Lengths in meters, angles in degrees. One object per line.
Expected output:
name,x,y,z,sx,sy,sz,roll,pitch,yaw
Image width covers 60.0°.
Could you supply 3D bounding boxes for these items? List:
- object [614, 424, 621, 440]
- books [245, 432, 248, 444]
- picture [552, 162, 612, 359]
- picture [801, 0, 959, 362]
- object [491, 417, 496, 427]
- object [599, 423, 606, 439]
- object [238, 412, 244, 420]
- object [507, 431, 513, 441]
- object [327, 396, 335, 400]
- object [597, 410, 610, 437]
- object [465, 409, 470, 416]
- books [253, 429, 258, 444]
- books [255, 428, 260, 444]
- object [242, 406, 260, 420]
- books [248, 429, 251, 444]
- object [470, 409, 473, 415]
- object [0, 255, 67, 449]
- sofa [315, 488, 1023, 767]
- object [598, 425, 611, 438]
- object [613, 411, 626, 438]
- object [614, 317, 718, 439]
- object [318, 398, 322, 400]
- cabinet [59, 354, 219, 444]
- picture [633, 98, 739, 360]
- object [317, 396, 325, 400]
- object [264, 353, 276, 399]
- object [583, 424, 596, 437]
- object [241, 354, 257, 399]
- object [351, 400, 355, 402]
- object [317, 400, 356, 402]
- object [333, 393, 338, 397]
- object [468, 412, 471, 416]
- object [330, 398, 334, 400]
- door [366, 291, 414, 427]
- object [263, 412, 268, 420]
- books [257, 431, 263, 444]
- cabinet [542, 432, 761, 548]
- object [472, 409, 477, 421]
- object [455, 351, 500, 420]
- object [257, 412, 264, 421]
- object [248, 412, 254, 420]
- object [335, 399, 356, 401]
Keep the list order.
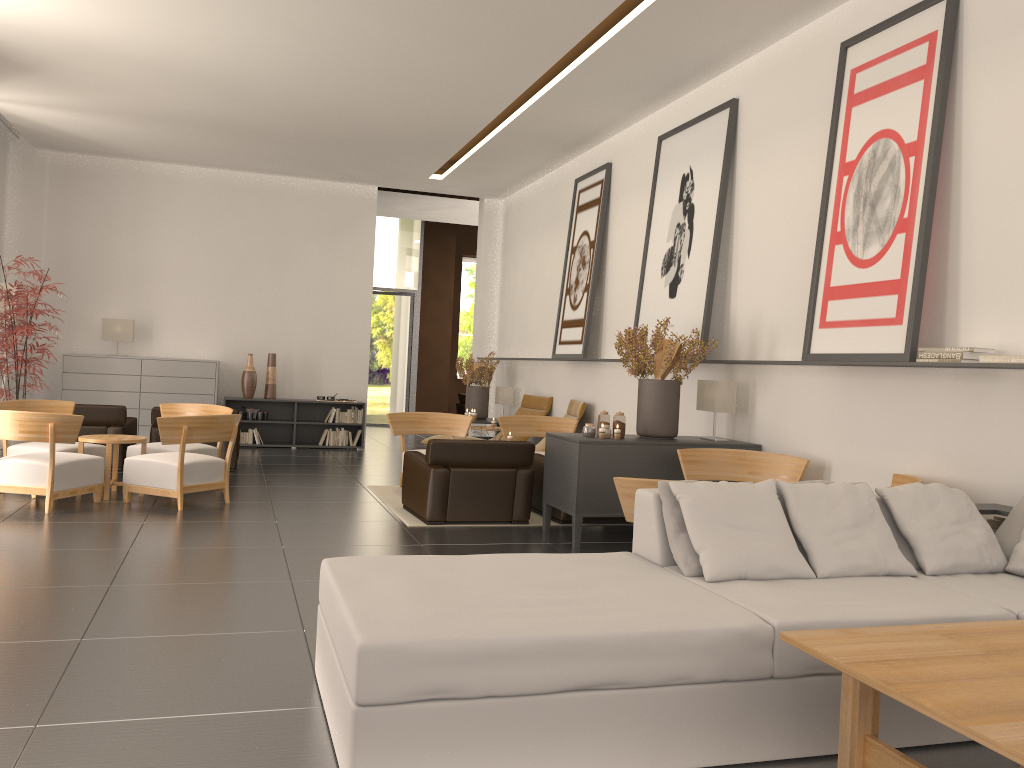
object,1.254,0.566,10.549,0.080,0.187,0.080,3,0,-8
books,-5.881,1.194,19.663,0.054,0.249,0.167,3,0,-18
picture,1.267,-2.204,16.391,0.384,3.493,1.600,3,0,-18
picture,3.631,-1.956,8.871,0.384,3.493,1.600,3,0,-18
object,-0.355,0.736,16.989,0.080,0.187,0.080,3,0,37
object,1.077,0.557,10.574,0.076,0.187,0.076,3,0,-1
object,-5.994,0.703,19.622,0.135,0.179,0.136,3,0,-16
object,-0.031,0.814,13.437,0.076,0.187,0.076,3,0,22
object,-4.190,0.335,20.519,0.188,0.082,0.188,3,1,-3
object,1.127,0.485,10.902,0.157,0.325,0.157,3,0,-26
object,-0.989,0.668,19.527,0.108,0.254,0.108,3,0,37
books,-5.688,1.168,19.679,0.130,0.322,0.252,3,0,-18
books,-5.654,1.153,19.697,0.138,0.354,0.236,3,0,-18
object,-5.834,0.642,19.814,0.413,0.309,0.142,3,0,-3
books,-5.822,1.157,19.670,0.054,0.329,0.187,3,0,-18
object,-0.880,0.672,19.589,0.104,0.254,0.104,3,0,33
object,-7.700,-0.286,13.676,1.489,3.398,1.771,3,0,-32
sofa,2.216,1.455,3.888,5.524,1.205,5.606,3,1,-17
object,1.122,0.573,10.699,0.157,0.158,0.158,2,1,-44
object,1.311,0.495,10.843,0.157,0.325,0.157,3,0,19
object,2.073,-0.087,11.196,1.422,1.554,1.437,3,0,-5
object,-4.379,0.351,20.244,0.112,0.040,0.034,3,1,27
cabinet,-8.028,0.357,19.253,3.079,1.876,1.040,3,0,-17
picture,2.413,-2.084,12.744,0.384,3.493,2.194,3,0,-18
object,-4.405,0.325,20.456,0.188,0.082,0.188,3,1,33
object,-5.431,-0.178,19.993,0.262,1.025,0.262,3,0,-14
object,0.937,0.563,10.758,0.157,0.158,0.158,2,1,-44
object,-5.816,-0.174,19.640,0.327,0.992,0.327,3,0,6
object,-3.638,0.387,20.290,0.112,0.040,0.034,2,1,-28
object,-4.038,0.388,20.367,0.893,0.003,0.671,3,1,-15
object,-4.151,0.284,20.563,0.086,0.152,0.261,3,1,40
object,-0.869,0.708,19.450,0.207,0.187,0.111,2,0,-31
object,-4.203,0.351,20.253,0.292,0.058,0.086,2,1,-31
door,-4.387,-0.796,27.960,2.377,4.269,0.100,3,0,-2
object,-5.548,0.720,19.930,0.135,0.179,0.136,3,0,-11
books,-5.597,1.187,19.707,0.142,0.290,0.252,3,0,-18
cabinet,1.708,1.295,11.023,2.399,1.240,1.120,3,0,-17
object,-0.825,0.677,19.476,0.104,0.254,0.104,3,0,33
object,-0.836,0.015,20.098,0.928,1.554,1.586,3,0,11
object,-5.591,0.722,19.701,0.135,0.179,0.136,3,0,43
object,-5.781,0.714,19.612,0.135,0.179,0.136,3,0,-16
object,-3.836,0.377,20.465,0.405,0.034,0.293,3,1,30
